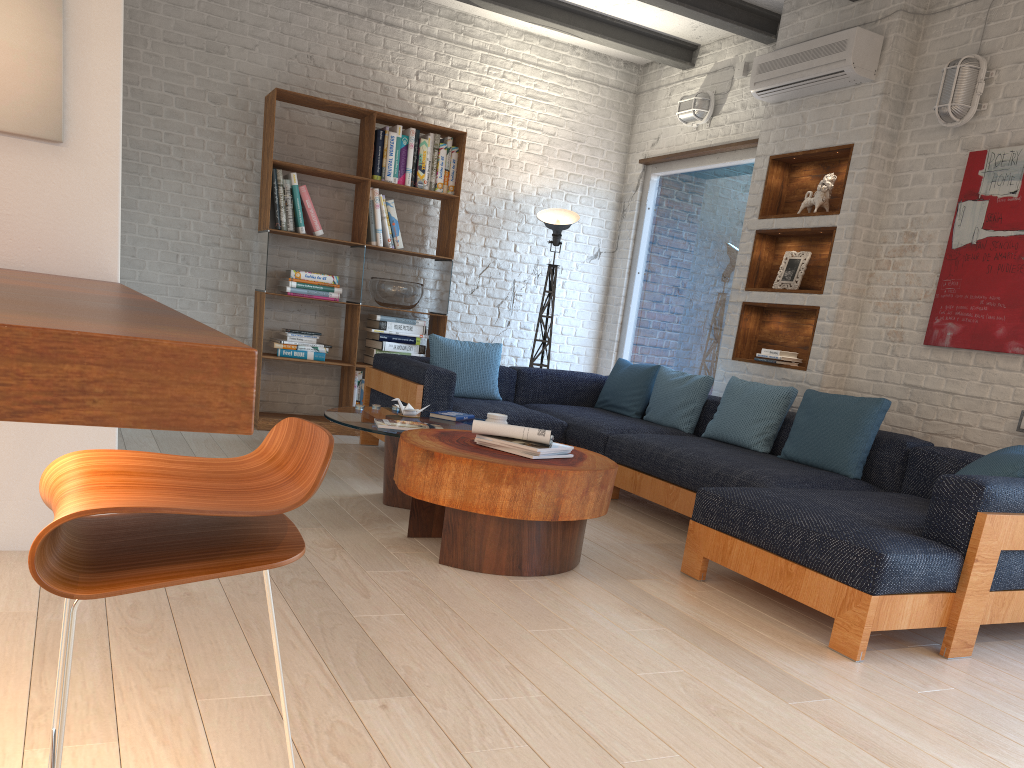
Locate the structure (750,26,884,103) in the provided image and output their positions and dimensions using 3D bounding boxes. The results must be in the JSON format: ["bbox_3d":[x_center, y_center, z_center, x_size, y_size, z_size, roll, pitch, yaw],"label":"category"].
[{"bbox_3d":[1.712,-1.807,4.989,0.200,0.226,0.788,2,7,-27],"label":"structure"}]

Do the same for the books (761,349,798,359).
[{"bbox_3d":[1.669,-0.190,5.439,0.133,0.035,0.199,6,5,-17],"label":"books"}]

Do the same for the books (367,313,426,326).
[{"bbox_3d":[-0.856,-0.476,6.458,0.381,0.038,0.236,5,5,-27],"label":"books"}]

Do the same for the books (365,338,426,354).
[{"bbox_3d":[-0.868,-0.281,6.496,0.379,0.066,0.237,4,6,-40],"label":"books"}]

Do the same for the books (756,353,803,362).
[{"bbox_3d":[1.667,-0.163,5.440,0.171,0.019,0.228,5,5,-25],"label":"books"}]

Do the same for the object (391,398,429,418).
[{"bbox_3d":[-0.530,0.121,4.558,0.187,0.094,0.188,7,6,-2],"label":"object"}]

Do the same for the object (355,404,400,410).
[{"bbox_3d":[-0.720,0.121,4.661,0.066,0.028,0.300,13,7,41],"label":"object"}]

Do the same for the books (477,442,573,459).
[{"bbox_3d":[0.053,0.271,3.617,0.310,0.011,0.251,11,6,42],"label":"books"}]

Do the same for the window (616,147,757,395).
[{"bbox_3d":[4.076,-1.865,1.562,0.648,6.610,11.926,0,9,-27],"label":"window"}]

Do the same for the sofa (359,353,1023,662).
[{"bbox_3d":[0.765,0.411,4.728,2.086,0.682,3.821,5,5,-27],"label":"sofa"}]

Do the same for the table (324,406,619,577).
[{"bbox_3d":[-0.292,0.431,4.095,1.081,0.461,1.769,5,5,-21],"label":"table"}]

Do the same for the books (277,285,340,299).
[{"bbox_3d":[-1.431,-0.646,6.120,0.380,0.038,0.236,5,5,-31],"label":"books"}]

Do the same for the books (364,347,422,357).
[{"bbox_3d":[-0.892,-0.224,6.520,0.363,0.057,0.273,5,5,-25],"label":"books"}]

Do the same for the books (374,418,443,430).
[{"bbox_3d":[-0.487,0.199,4.148,0.319,0.011,0.244,6,4,-14],"label":"books"}]

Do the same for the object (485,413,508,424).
[{"bbox_3d":[-0.077,0.200,4.195,0.108,0.111,0.104,6,10,-11],"label":"object"}]

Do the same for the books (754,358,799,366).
[{"bbox_3d":[1.652,-0.139,5.453,0.163,0.018,0.244,6,5,-17],"label":"books"}]

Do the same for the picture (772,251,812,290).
[{"bbox_3d":[1.740,-0.699,5.394,0.102,0.253,0.187,-2,14,-36],"label":"picture"}]

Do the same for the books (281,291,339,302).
[{"bbox_3d":[-1.429,-0.617,6.137,0.357,0.021,0.263,5,5,-27],"label":"books"}]

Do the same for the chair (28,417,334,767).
[{"bbox_3d":[-0.510,0.439,1.375,0.423,0.801,0.389,1,13,-26],"label":"chair"}]

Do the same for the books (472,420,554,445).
[{"bbox_3d":[0.010,0.215,3.655,0.321,0.112,0.265,8,6,5],"label":"books"}]

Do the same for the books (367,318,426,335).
[{"bbox_3d":[-0.860,-0.425,6.476,0.380,0.066,0.236,5,6,-32],"label":"books"}]

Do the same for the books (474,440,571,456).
[{"bbox_3d":[0.046,0.258,3.627,0.312,0.011,0.250,10,5,32],"label":"books"}]

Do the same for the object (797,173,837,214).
[{"bbox_3d":[1.823,-1.126,5.194,0.113,0.251,0.208,3,11,-19],"label":"object"}]

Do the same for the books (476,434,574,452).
[{"bbox_3d":[0.053,0.239,3.596,0.311,0.011,0.251,11,5,37],"label":"books"}]

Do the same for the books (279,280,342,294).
[{"bbox_3d":[-1.413,-0.681,6.110,0.380,0.038,0.236,5,5,-33],"label":"books"}]

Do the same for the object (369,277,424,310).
[{"bbox_3d":[-0.853,-0.657,6.418,0.400,0.208,0.391,9,7,15],"label":"object"}]

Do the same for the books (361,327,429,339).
[{"bbox_3d":[-0.865,-0.381,6.468,0.446,0.021,0.263,5,5,-27],"label":"books"}]

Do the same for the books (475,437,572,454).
[{"bbox_3d":[0.049,0.249,3.606,0.312,0.011,0.250,10,5,32],"label":"books"}]

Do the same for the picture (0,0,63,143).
[{"bbox_3d":[-1.608,-1.274,2.407,0.656,1.050,0.019,2,15,-26],"label":"picture"}]

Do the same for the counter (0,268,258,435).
[{"bbox_3d":[-1.561,0.210,1.532,1.691,0.949,2.414,4,7,-27],"label":"counter"}]

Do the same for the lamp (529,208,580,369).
[{"bbox_3d":[0.466,-0.383,6.711,0.850,1.908,0.498,16,16,34],"label":"lamp"}]

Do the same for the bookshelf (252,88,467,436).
[{"bbox_3d":[-1.120,-0.742,6.229,1.320,2.276,0.351,2,15,-26],"label":"bookshelf"}]

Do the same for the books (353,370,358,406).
[{"bbox_3d":[-1.204,0.080,6.454,0.036,0.396,0.235,0,13,-27],"label":"books"}]

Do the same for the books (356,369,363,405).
[{"bbox_3d":[-1.178,0.082,6.485,0.036,0.396,0.235,0,13,-27],"label":"books"}]

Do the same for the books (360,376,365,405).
[{"bbox_3d":[-1.136,0.113,6.505,0.057,0.341,0.245,0,13,-27],"label":"books"}]

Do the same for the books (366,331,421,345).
[{"bbox_3d":[-0.880,-0.342,6.459,0.327,0.057,0.247,5,6,-32],"label":"books"}]

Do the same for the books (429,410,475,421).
[{"bbox_3d":[-0.324,0.172,4.713,0.161,0.023,0.227,9,5,21],"label":"books"}]

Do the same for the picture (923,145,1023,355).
[{"bbox_3d":[2.403,-0.640,4.177,0.019,0.992,0.717,0,13,-27],"label":"picture"}]

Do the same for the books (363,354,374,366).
[{"bbox_3d":[-0.891,-0.161,6.519,0.380,0.066,0.236,5,6,-32],"label":"books"}]
